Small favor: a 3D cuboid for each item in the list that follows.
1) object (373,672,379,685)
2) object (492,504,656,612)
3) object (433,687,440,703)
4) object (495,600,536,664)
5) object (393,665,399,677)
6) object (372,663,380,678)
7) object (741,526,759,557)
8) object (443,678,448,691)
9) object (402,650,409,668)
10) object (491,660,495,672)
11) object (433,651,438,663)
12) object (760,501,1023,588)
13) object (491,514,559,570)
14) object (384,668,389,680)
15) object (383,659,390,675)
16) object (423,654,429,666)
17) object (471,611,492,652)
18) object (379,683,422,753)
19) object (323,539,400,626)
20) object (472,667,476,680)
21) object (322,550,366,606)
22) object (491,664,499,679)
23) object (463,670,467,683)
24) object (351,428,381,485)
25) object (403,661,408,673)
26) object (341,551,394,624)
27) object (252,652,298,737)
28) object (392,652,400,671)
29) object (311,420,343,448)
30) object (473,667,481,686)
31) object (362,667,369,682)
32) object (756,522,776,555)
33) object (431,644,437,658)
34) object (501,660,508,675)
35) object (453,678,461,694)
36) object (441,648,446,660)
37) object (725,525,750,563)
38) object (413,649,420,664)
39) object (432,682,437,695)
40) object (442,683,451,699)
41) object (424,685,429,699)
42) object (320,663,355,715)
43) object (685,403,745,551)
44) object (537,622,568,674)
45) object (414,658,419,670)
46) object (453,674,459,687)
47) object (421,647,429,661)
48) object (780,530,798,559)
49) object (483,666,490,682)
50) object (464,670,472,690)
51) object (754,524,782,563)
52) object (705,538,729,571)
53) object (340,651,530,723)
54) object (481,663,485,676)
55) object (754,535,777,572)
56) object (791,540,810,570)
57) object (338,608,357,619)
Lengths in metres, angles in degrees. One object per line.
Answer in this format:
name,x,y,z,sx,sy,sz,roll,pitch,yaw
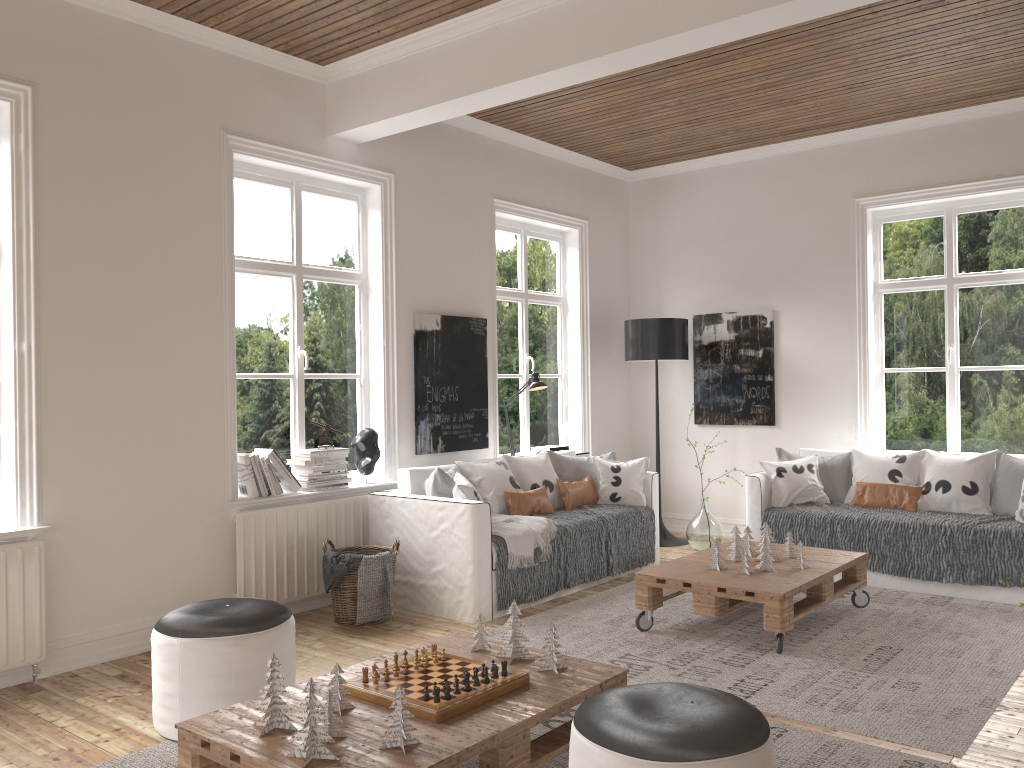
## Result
object,-0.422,0.910,2.747,0.017,0.037,0.017,-1,0,-32
object,0.225,1.017,5.583,0.651,0.423,1.680,-1,0,39
object,-0.219,0.904,2.580,0.019,0.040,0.019,-1,0,35
object,0.013,0.854,3.092,0.111,0.204,0.118,-1,0,-28
object,-0.368,0.909,2.816,0.017,0.037,0.017,-1,0,-32
object,-0.432,0.907,2.809,0.026,0.044,0.026,-1,0,-6
object,1.299,0.859,4.875,0.090,0.164,0.095,-1,0,-44
object,-0.200,0.906,2.680,0.017,0.037,0.017,-1,0,-32
object,-0.350,0.900,2.911,0.025,0.055,0.025,-1,0,-19
object,-0.061,0.904,2.848,0.017,0.037,0.017,-1,0,-32
object,-0.255,0.908,2.951,0.017,0.037,0.017,-1,0,-32
object,2.475,0.944,5.489,1.704,0.390,0.656,-1,0,39
object,-0.062,0.885,5.247,0.729,0.255,0.588,-1,0,43
object,-0.394,0.909,2.783,0.017,0.037,0.017,-1,0,-32
object,-0.404,0.905,2.843,0.022,0.047,0.022,-1,0,-19
object,-0.283,0.908,2.918,0.017,0.037,0.017,-1,0,-32
object,-0.112,0.889,3.205,0.079,0.137,0.075,-1,0,-2
object,-0.297,0.875,2.347,0.085,0.166,0.085,-1,0,25
object,-0.813,1.057,4.805,0.393,0.432,0.393,-1,0,-29
object,-0.117,0.905,2.778,0.017,0.037,0.017,-1,0,-32
object,-0.849,1.053,4.743,0.303,0.332,0.367,-1,0,30
object,-0.055,0.901,2.788,0.026,0.044,0.026,-1,0,-6
object,-0.145,0.905,2.745,0.017,0.037,0.017,-1,0,-32
object,-0.893,0.438,5.411,0.171,0.340,0.177,-1,0,-15
object,-0.342,0.909,2.849,0.017,0.037,0.017,-1,0,-32
object,-0.795,1.069,4.765,0.290,0.356,0.349,-1,0,-22
object,-0.667,0.857,2.487,0.108,0.213,0.109,-1,0,-26
object,-0.376,0.899,2.876,0.025,0.058,0.025,-1,0,-6
object,-1.081,0.289,5.184,0.177,0.161,0.092,-1,0,7
object,-0.109,0.895,2.719,0.025,0.055,0.025,-1,0,-19
object,-0.459,0.909,2.775,0.019,0.040,0.019,-1,0,35
object,1.407,0.851,4.919,0.090,0.176,0.090,-1,0,1
object,-0.264,0.906,3.013,0.019,0.040,0.019,-1,0,-17
object,-0.024,0.902,2.821,0.019,0.040,0.019,-1,0,-17
object,-0.165,0.900,2.650,0.022,0.047,0.022,-1,0,7
object,-0.230,0.908,2.984,0.017,0.037,0.017,-1,0,-32
object,1.196,0.846,4.734,0.112,0.193,0.106,-1,0,-23
object,-0.317,0.904,2.948,0.022,0.047,0.022,-1,0,-19
object,-0.229,0.906,2.644,0.017,0.037,0.017,-1,0,-32
object,-0.193,0.902,2.616,0.026,0.044,0.026,-1,0,-6
object,-0.252,0.907,2.612,0.017,0.037,0.017,-1,0,20
object,-0.516,0.891,2.615,0.082,0.141,0.077,-1,0,20
object,1.541,0.695,6.729,0.515,1.117,0.275,-1,0,-34
object,0.134,0.873,2.961,0.082,0.160,0.082,-1,0,28
object,-0.312,0.909,2.884,0.017,0.037,0.017,-1,0,-32
object,-0.172,0.906,2.710,0.017,0.037,0.017,-1,0,-32
object,-0.293,0.905,2.979,0.026,0.044,0.026,-1,0,-6
object,1.501,0.864,4.796,0.075,0.147,0.075,-1,0,-19
object,-0.080,0.899,2.755,0.022,0.047,0.022,-1,0,-19
object,-0.135,0.894,2.685,0.025,0.058,0.025,-1,0,-6
object,1.362,0.842,4.714,0.113,0.195,0.107,-1,0,-44
object,1.047,0.863,4.530,0.088,0.161,0.093,-1,0,-42
object,-0.242,0.944,2.798,0.429,0.036,0.429,-1,0,39
object,-0.090,0.905,2.812,0.017,0.037,0.017,-1,0,-32
object,1.278,0.851,4.482,0.097,0.178,0.103,-1,0,2
object,1.471,0.867,4.521,0.073,0.142,0.072,-1,0,-43
object,-0.812,1.170,4.810,0.280,0.186,0.291,-1,0,25
